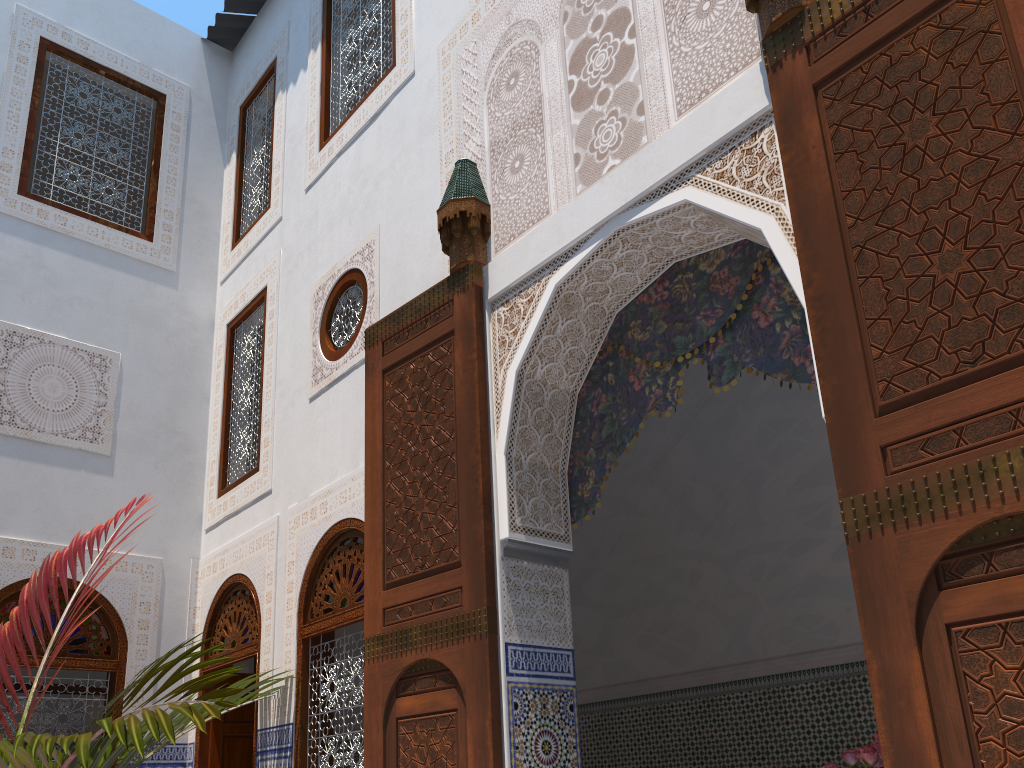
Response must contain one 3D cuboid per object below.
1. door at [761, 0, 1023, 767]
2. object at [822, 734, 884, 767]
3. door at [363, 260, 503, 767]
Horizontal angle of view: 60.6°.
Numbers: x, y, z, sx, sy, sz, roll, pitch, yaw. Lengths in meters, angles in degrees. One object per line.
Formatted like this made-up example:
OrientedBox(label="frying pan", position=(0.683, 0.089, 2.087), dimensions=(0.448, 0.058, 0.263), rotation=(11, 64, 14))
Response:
OrientedBox(label="door", position=(0.839, 0.239, 1.472), dimensions=(0.126, 2.399, 0.601), rotation=(12, -24, -38))
OrientedBox(label="object", position=(1.114, 1.322, 2.554), dimensions=(0.335, 0.568, 0.470), rotation=(3, -22, -15))
OrientedBox(label="door", position=(-0.252, 0.843, 2.631), dimensions=(0.126, 2.399, 0.599), rotation=(15, -26, -43))
